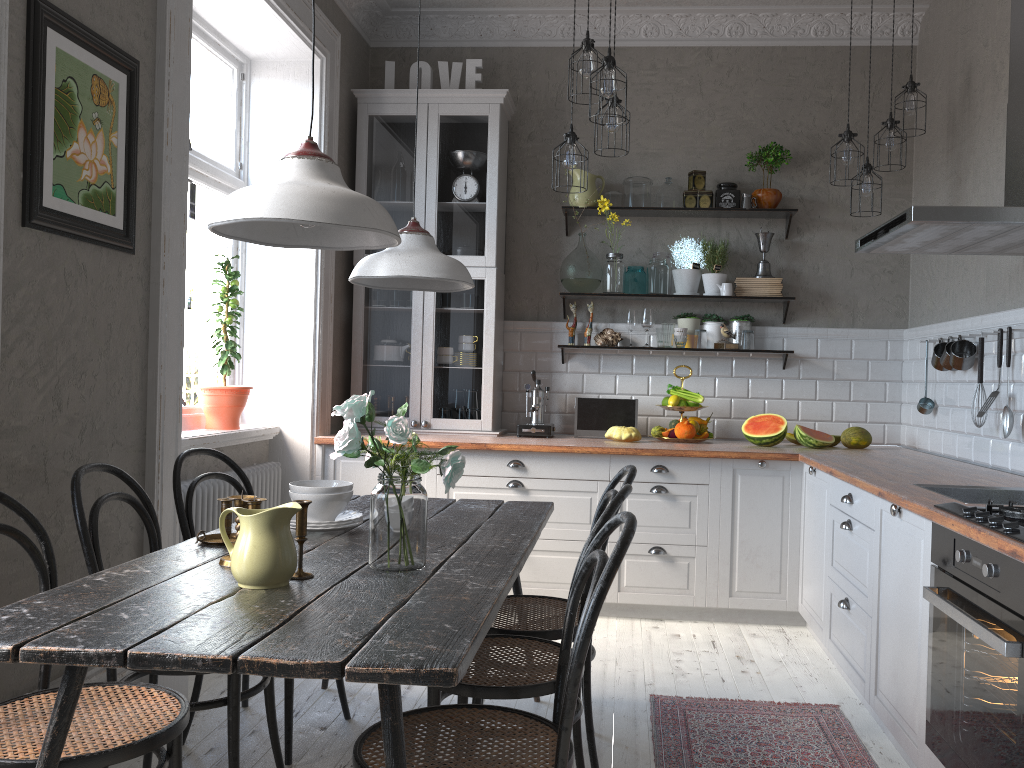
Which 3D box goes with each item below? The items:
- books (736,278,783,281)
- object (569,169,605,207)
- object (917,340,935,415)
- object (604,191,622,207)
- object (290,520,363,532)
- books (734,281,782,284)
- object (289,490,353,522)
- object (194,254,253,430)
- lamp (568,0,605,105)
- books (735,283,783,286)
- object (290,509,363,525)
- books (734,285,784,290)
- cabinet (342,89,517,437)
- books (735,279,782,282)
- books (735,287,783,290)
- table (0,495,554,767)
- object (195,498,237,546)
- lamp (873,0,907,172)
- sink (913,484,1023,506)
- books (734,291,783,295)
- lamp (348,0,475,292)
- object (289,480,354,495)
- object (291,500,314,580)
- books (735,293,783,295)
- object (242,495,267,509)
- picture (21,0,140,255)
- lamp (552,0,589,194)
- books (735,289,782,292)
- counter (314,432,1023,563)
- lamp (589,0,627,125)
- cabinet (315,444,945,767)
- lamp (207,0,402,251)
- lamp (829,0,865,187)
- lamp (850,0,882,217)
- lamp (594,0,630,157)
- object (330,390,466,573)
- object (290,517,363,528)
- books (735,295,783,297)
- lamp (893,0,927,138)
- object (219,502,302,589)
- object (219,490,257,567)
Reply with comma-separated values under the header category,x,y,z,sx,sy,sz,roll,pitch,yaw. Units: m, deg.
category,x,y,z,sx,sy,sz,roll,pitch,yaw
books,1.405,-0.591,5.045,0.259,0.011,0.159,2,0,11
object,0.420,-1.107,5.066,0.188,0.216,0.175,2,0,20
object,2.099,-0.034,4.484,0.076,0.379,0.083,2,0,6
object,0.584,-1.049,5.110,0.103,0.111,0.103,2,0,6
object,-0.549,0.405,2.540,0.234,0.027,0.241,2,0,24
books,1.405,-0.570,5.046,0.258,0.016,0.160,2,0,18
object,-0.548,0.352,2.539,0.180,0.094,0.179,2,0,-3
object,-1.333,-0.198,4.115,0.255,0.813,0.265,2,0,33
lamp,0.329,-2.041,3.651,0.147,1.735,0.146,2,0,-7
books,1.405,-0.559,5.046,0.259,0.011,0.159,2,0,11
object,-0.548,0.388,2.540,0.233,0.027,0.242,2,0,29
books,1.404,-0.548,5.046,0.259,0.011,0.158,2,0,8
cabinet,-0.457,-0.659,5.057,0.876,1.921,0.389,2,0,5
books,1.405,-0.580,5.046,0.258,0.016,0.159,2,0,14
books,1.404,-0.537,5.046,0.259,0.011,0.159,2,0,11
table,-0.420,0.789,2.353,0.901,0.735,1.927,2,0,7
object,-0.751,0.359,2.328,0.141,0.112,0.138,2,0,-11
lamp,1.916,-1.948,4.438,0.150,1.735,0.143,1,0,-42
sink,1.599,0.242,2.762,0.526,0.720,0.488,2,0,6
books,1.403,-0.516,5.046,0.258,0.016,0.160,2,0,18
lamp,-0.278,-1.226,2.687,0.376,1.858,0.383,2,0,13
object,-0.547,0.332,2.539,0.180,0.094,0.179,2,0,-3
object,-0.465,0.342,1.954,0.058,0.167,0.060,2,0,19
books,1.403,-0.505,5.046,0.259,0.011,0.159,2,0,11
object,-0.583,0.336,2.000,0.061,0.172,0.063,2,0,27
picture,-1.232,-0.720,2.571,0.020,0.619,0.523,2,0,7
lamp,0.273,-1.704,3.817,0.149,1.735,0.144,1,0,-27
books,1.404,-0.526,5.046,0.258,0.016,0.159,2,0,14
counter,0.477,0.330,3.513,3.149,0.039,3.404,2,0,6
lamp,0.400,-1.907,3.485,0.150,1.735,0.143,1,0,-37
cabinet,0.933,0.753,3.624,2.029,0.854,4.108,1,0,-38
lamp,-0.391,-1.223,1.796,0.371,1.858,0.387,2,0,43
lamp,1.620,-1.825,4.222,0.143,1.735,0.150,2,0,38
lamp,1.761,-1.699,4.345,0.149,1.735,0.144,1,0,-22
lamp,0.451,-1.857,3.798,0.147,1.735,0.146,2,0,-7
object,-0.264,0.222,2.058,0.311,0.414,0.252,2,0,4
object,-0.548,0.396,2.540,0.241,0.027,0.233,1,0,-26
books,1.403,-0.493,5.046,0.259,0.011,0.158,2,0,8
lamp,1.940,-2.074,4.264,0.149,1.735,0.144,1,0,-22
object,-0.530,0.339,1.876,0.152,0.170,0.133,1,0,-33
object,-0.634,0.334,2.077,0.097,0.172,0.095,2,0,-13
